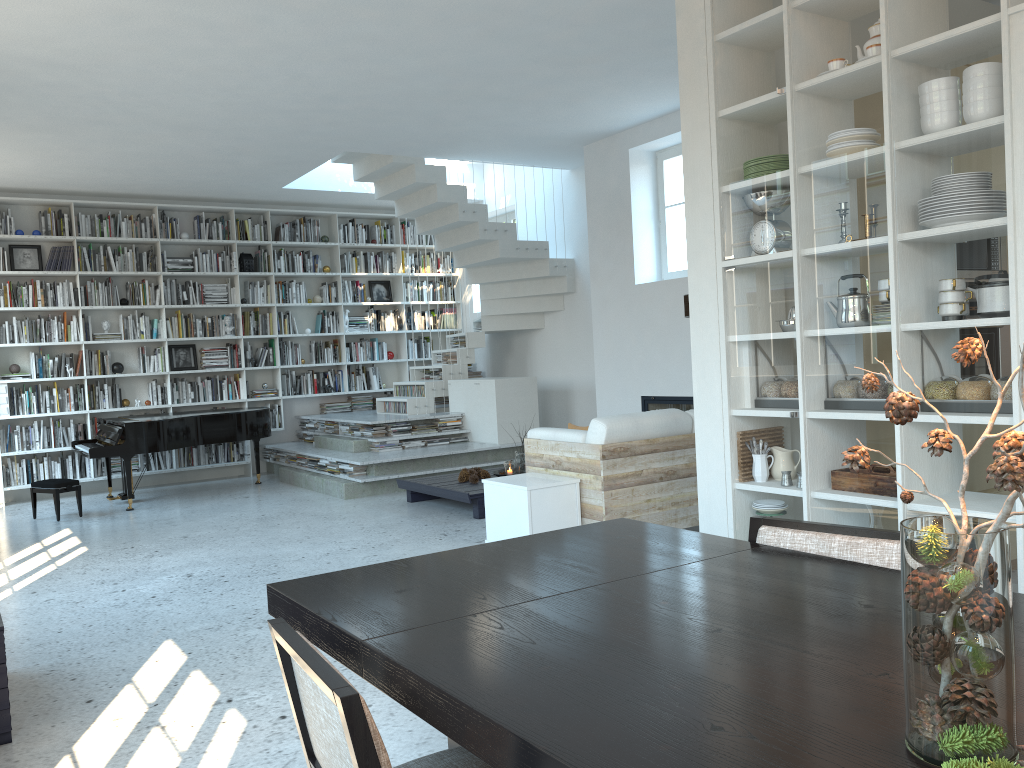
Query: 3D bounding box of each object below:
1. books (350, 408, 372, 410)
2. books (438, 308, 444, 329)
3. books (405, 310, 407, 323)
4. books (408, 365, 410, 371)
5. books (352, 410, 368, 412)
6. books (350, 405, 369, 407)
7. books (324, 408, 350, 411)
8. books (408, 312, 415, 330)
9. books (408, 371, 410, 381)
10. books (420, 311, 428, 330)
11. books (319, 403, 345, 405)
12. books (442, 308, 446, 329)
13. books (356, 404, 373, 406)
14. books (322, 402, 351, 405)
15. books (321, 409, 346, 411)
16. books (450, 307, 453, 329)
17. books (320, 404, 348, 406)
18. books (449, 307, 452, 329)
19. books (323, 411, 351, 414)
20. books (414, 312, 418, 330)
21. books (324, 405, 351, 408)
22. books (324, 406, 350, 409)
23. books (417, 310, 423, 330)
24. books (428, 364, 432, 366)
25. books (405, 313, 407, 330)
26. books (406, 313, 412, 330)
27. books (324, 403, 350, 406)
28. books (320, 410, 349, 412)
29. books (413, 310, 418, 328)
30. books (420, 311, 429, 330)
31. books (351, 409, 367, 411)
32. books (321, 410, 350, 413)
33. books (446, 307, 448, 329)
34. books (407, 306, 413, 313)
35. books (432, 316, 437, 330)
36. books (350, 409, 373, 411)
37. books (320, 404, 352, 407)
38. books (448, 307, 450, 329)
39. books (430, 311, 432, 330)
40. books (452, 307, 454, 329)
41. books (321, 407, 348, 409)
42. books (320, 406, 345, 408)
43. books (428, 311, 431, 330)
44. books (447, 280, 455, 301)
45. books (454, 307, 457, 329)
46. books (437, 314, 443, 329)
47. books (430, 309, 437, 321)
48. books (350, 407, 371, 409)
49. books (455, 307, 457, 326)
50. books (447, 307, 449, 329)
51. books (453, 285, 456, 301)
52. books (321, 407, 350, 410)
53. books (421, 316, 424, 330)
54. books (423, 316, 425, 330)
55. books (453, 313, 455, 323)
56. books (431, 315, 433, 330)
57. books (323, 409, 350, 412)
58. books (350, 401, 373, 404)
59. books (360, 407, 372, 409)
[{"bbox_3d":[-1.938,0.317,11.308,0.254,0.007,0.161,-4,2,-33],"label":"books"},{"bbox_3d":[-0.969,-0.870,11.904,0.072,0.292,0.169,-5,3,-33],"label":"books"},{"bbox_3d":[-1.419,-0.832,11.641,0.010,0.279,0.147,-5,3,-33],"label":"books"},{"bbox_3d":[-1.369,-0.105,11.577,0.011,0.293,0.144,-5,3,-33],"label":"books"},{"bbox_3d":[-1.933,0.338,11.304,0.254,0.007,0.161,-4,2,-30],"label":"books"},{"bbox_3d":[-1.934,0.276,11.300,0.254,0.007,0.161,-4,2,-37],"label":"books"},{"bbox_3d":[-2.217,0.314,11.124,0.345,0.007,0.193,-4,2,-35],"label":"books"},{"bbox_3d":[-1.334,-0.819,11.663,0.022,0.243,0.170,-5,3,-33],"label":"books"},{"bbox_3d":[-1.376,-0.064,11.556,0.031,0.214,0.165,-5,3,-33],"label":"books"},{"bbox_3d":[-1.176,-0.833,11.769,0.022,0.247,0.181,-5,3,-33],"label":"books"},{"bbox_3d":[-2.218,0.247,11.122,0.345,0.007,0.193,-4,2,-35],"label":"books"},{"bbox_3d":[-0.937,-0.875,11.924,0.033,0.294,0.169,-5,3,-33],"label":"books"},{"bbox_3d":[-1.934,0.269,11.299,0.285,0.007,0.159,-4,2,-37],"label":"books"},{"bbox_3d":[-2.219,0.239,11.122,0.345,0.007,0.193,-4,2,-31],"label":"books"},{"bbox_3d":[-2.218,0.322,11.123,0.308,0.008,0.195,-4,2,-31],"label":"books"},{"bbox_3d":[-0.856,-0.881,11.977,0.018,0.293,0.169,-5,3,-33],"label":"books"},{"bbox_3d":[-2.217,0.262,11.123,0.345,0.007,0.193,-4,2,-31],"label":"books"},{"bbox_3d":[-0.869,-0.880,11.963,0.018,0.293,0.169,-5,3,-33],"label":"books"},{"bbox_3d":[-2.213,0.352,11.120,0.345,0.007,0.193,-4,2,-29],"label":"books"},{"bbox_3d":[-1.303,-0.823,11.682,0.026,0.246,0.180,-5,3,-33],"label":"books"},{"bbox_3d":[-2.216,0.277,11.123,0.345,0.007,0.193,-4,2,-31],"label":"books"},{"bbox_3d":[-2.211,0.291,11.118,0.308,0.008,0.195,-4,2,-28],"label":"books"},{"bbox_3d":[-1.250,-0.835,11.715,0.056,0.261,0.176,-5,3,-33],"label":"books"},{"bbox_3d":[-1.071,-0.123,11.771,0.012,0.285,0.159,-5,3,-33],"label":"books"},{"bbox_3d":[-1.421,-0.811,11.629,0.010,0.239,0.147,-5,3,-33],"label":"books"},{"bbox_3d":[-1.385,-0.813,11.662,0.066,0.237,0.144,-5,3,-33],"label":"books"},{"bbox_3d":[-2.218,0.254,11.122,0.308,0.008,0.195,-4,2,-31],"label":"books"},{"bbox_3d":[-2.212,0.337,11.116,0.345,0.007,0.193,-4,2,-28],"label":"books"},{"bbox_3d":[-1.290,-0.834,11.704,0.022,0.265,0.157,-5,3,-33],"label":"books"},{"bbox_3d":[-1.161,-0.841,11.791,0.029,0.259,0.171,-5,3,-33],"label":"books"},{"bbox_3d":[-1.932,0.324,11.301,0.254,0.007,0.161,-4,2,-29],"label":"books"},{"bbox_3d":[-2.213,0.344,11.120,0.308,0.008,0.195,-4,2,-37],"label":"books"},{"bbox_3d":[-0.909,-0.876,11.926,0.018,0.293,0.169,-5,3,-33],"label":"books"},{"bbox_3d":[-1.332,-0.860,11.686,0.012,0.322,0.141,-5,3,-33],"label":"books"},{"bbox_3d":[-1.060,-0.808,11.825,0.024,0.181,0.191,-5,3,-33],"label":"books"},{"bbox_3d":[-1.937,0.331,11.309,0.285,0.007,0.159,-4,2,-33],"label":"books"},{"bbox_3d":[-2.212,0.269,11.116,0.345,0.007,0.193,-5,2,-38],"label":"books"},{"bbox_3d":[-0.886,-0.879,11.957,0.018,0.293,0.169,-5,3,-33],"label":"books"},{"bbox_3d":[-1.114,-0.840,11.834,0.025,0.249,0.134,-5,3,-33],"label":"books"},{"bbox_3d":[-0.838,-0.882,11.982,0.018,0.293,0.169,-5,3,-33],"label":"books"},{"bbox_3d":[-2.220,0.299,11.127,0.308,0.008,0.195,-4,2,-33],"label":"books"},{"bbox_3d":[-2.214,0.284,11.121,0.345,0.007,0.193,-4,2,-36],"label":"books"},{"bbox_3d":[-1.128,-0.841,11.821,0.012,0.254,0.161,-5,3,-33],"label":"books"},{"bbox_3d":[-0.839,-1.251,11.984,0.042,0.292,0.186,-5,3,-33],"label":"books"},{"bbox_3d":[-0.804,-0.884,11.997,0.018,0.293,0.169,-5,3,-33],"label":"books"},{"bbox_3d":[-1.000,-0.828,11.882,0.088,0.217,0.167,-5,3,-33],"label":"books"},{"bbox_3d":[-1.056,-0.858,11.859,0.026,0.278,0.170,-5,3,-33],"label":"books"},{"bbox_3d":[-1.933,0.304,11.300,0.285,0.007,0.159,-4,2,-37],"label":"books"},{"bbox_3d":[-0.795,-0.886,12.016,0.018,0.293,0.169,-5,3,-33],"label":"books"},{"bbox_3d":[-0.902,-0.878,11.947,0.018,0.293,0.169,-5,3,-33],"label":"books"},{"bbox_3d":[-0.812,-1.216,12.004,0.021,0.219,0.184,-5,3,-33],"label":"books"},{"bbox_3d":[-2.213,0.307,11.117,0.308,0.008,0.195,-5,2,-38],"label":"books"},{"bbox_3d":[-1.215,-0.801,11.738,0.023,0.189,0.169,-5,3,-33],"label":"books"},{"bbox_3d":[-1.205,-0.800,11.770,0.030,0.184,0.137,-5,3,-33],"label":"books"},{"bbox_3d":[-0.825,-0.883,11.996,0.018,0.293,0.169,-5,3,-33],"label":"books"},{"bbox_3d":[-1.098,-0.820,11.848,0.014,0.207,0.138,-5,3,-33],"label":"books"},{"bbox_3d":[-2.214,0.329,11.119,0.308,0.008,0.195,-4,2,-29],"label":"books"},{"bbox_3d":[-1.941,0.235,11.306,0.285,0.007,0.159,-4,2,-33],"label":"books"},{"bbox_3d":[-1.937,0.311,11.306,0.254,0.007,0.161,-4,2,-32],"label":"books"}]
